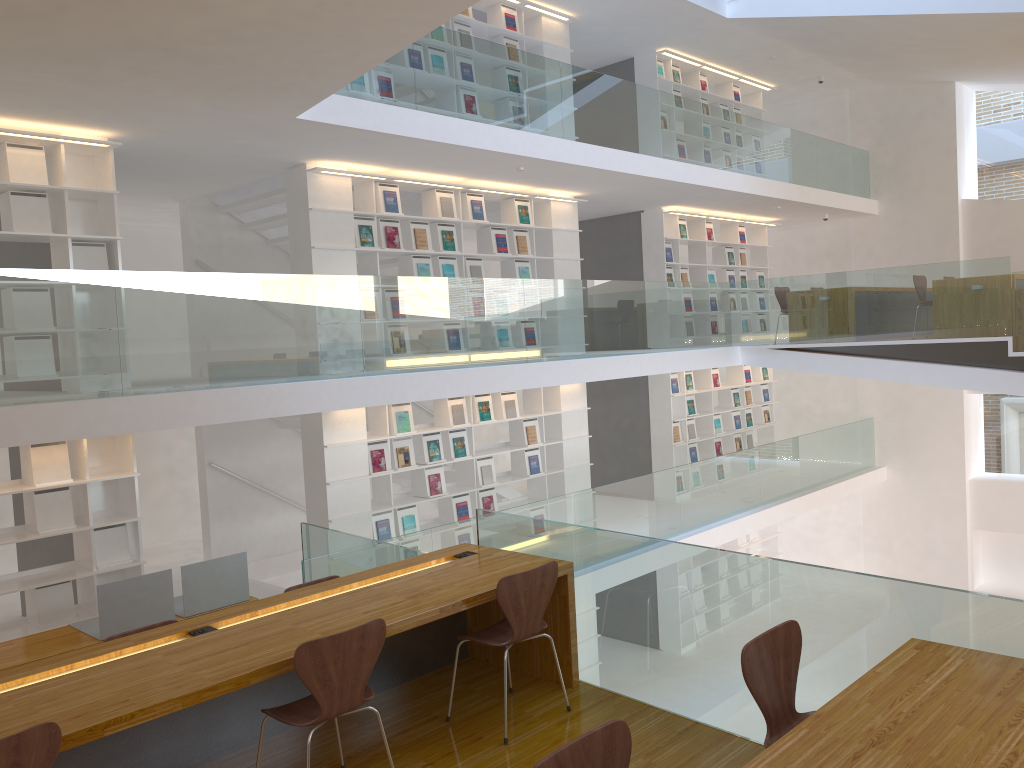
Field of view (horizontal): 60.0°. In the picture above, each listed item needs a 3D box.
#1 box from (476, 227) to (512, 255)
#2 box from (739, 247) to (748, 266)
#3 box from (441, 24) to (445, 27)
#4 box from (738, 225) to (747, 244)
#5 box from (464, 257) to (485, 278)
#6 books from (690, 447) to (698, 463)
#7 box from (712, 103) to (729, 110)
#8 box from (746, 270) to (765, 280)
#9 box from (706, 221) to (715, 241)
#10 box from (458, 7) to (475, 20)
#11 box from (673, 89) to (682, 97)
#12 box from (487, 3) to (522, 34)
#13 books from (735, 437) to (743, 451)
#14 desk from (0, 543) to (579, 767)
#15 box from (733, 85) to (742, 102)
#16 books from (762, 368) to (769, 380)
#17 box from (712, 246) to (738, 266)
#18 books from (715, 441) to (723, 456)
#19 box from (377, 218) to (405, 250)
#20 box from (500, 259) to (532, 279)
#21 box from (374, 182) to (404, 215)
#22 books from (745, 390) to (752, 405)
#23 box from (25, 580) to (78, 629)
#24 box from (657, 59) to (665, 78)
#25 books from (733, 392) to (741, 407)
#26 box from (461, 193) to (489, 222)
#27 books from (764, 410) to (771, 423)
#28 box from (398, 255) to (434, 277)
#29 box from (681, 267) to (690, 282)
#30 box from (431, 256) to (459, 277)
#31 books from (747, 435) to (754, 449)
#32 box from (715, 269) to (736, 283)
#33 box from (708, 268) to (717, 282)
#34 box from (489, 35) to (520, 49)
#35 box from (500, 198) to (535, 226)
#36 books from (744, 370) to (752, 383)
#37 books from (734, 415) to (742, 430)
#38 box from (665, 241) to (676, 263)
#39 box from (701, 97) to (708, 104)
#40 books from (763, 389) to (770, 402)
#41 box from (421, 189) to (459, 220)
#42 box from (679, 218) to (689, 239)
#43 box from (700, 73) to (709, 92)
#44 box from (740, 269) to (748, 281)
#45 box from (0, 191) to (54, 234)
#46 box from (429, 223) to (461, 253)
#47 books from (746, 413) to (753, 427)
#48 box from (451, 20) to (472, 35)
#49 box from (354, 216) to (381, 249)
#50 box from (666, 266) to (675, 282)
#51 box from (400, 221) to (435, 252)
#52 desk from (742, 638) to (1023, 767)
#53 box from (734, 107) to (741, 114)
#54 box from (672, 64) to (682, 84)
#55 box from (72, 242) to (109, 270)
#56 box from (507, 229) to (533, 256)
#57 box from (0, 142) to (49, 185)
[{"bbox_3d":[-0.190,-1.508,9.428,0.274,0.296,0.245,0,4,44],"label":"box"},{"bbox_3d":[3.362,-1.882,13.227,0.274,0.296,0.245,0,4,44],"label":"box"},{"bbox_3d":[-0.811,-3.493,8.788,0.274,0.296,0.245,0,4,44],"label":"box"},{"bbox_3d":[3.345,-2.209,13.211,0.274,0.296,0.245,0,4,44],"label":"box"},{"bbox_3d":[-0.436,-1.150,9.169,0.274,0.296,0.245,0,4,44],"label":"box"},{"bbox_3d":[2.492,0.973,12.154,0.037,0.210,0.145,0,4,44],"label":"books"},{"bbox_3d":[3.010,-3.897,12.869,0.274,0.296,0.245,0,4,44],"label":"box"},{"bbox_3d":[3.741,-1.593,13.622,0.274,0.296,0.245,0,4,44],"label":"box"},{"bbox_3d":[2.711,-2.144,12.545,0.274,0.296,0.245,0,4,44],"label":"box"},{"bbox_3d":[-0.566,-3.849,9.045,0.274,0.296,0.245,0,4,44],"label":"box"},{"bbox_3d":[2.153,-3.809,11.973,0.274,0.296,0.245,0,4,44],"label":"box"},{"bbox_3d":[-0.084,-3.899,9.549,0.274,0.296,0.245,0,4,44],"label":"box"},{"bbox_3d":[3.337,0.892,13.036,0.037,0.210,0.145,0,4,44],"label":"books"},{"bbox_3d":[-1.225,1.425,3.590,1.285,0.918,3.236,0,4,44],"label":"desk"},{"bbox_3d":[3.238,-4.250,13.108,0.274,0.296,0.245,0,4,44],"label":"box"},{"bbox_3d":[3.893,-0.151,13.626,0.037,0.210,0.145,0,4,44],"label":"books"},{"bbox_3d":[3.112,-1.855,12.967,0.274,0.296,0.245,0,4,44],"label":"box"},{"bbox_3d":[2.947,0.929,12.633,0.037,0.210,0.145,0,4,44],"label":"books"},{"bbox_3d":[-1.199,-1.401,8.392,0.274,0.296,0.245,0,4,44],"label":"box"},{"bbox_3d":[0.063,-1.202,9.691,0.274,0.296,0.245,0,4,44],"label":"box"},{"bbox_3d":[-1.207,-1.729,8.367,0.274,0.296,0.245,0,4,44],"label":"box"},{"bbox_3d":[3.539,0.207,13.255,0.037,0.210,0.145,0,4,44],"label":"books"},{"bbox_3d":[-3.271,1.537,6.290,0.274,0.296,0.245,0,4,44],"label":"box"},{"bbox_3d":[1.861,-4.106,11.670,0.274,0.296,0.245,0,4,44],"label":"box"},{"bbox_3d":[3.298,0.232,13.003,0.037,0.210,0.145,0,4,44],"label":"books"},{"bbox_3d":[-0.429,-1.810,9.179,0.274,0.296,0.245,0,4,44],"label":"box"},{"bbox_3d":[3.932,0.509,13.660,0.037,0.210,0.145,0,4,44],"label":"books"},{"bbox_3d":[-0.925,-1.099,8.659,0.274,0.296,0.245,0,4,44],"label":"box"},{"bbox_3d":[2.276,-1.439,12.092,0.274,0.296,0.245,0,4,44],"label":"box"},{"bbox_3d":[-0.691,-1.123,8.903,0.274,0.296,0.245,0,4,44],"label":"box"},{"bbox_3d":[3.566,0.868,13.276,0.037,0.210,0.145,0,4,44],"label":"books"},{"bbox_3d":[3.129,-1.528,12.983,0.274,0.296,0.245,0,4,44],"label":"box"},{"bbox_3d":[2.758,-1.489,12.596,0.274,0.296,0.245,0,4,44],"label":"box"},{"bbox_3d":[-0.062,-3.571,9.571,0.274,0.296,0.245,0,4,44],"label":"box"},{"bbox_3d":[0.061,-1.861,9.692,0.274,0.296,0.245,0,4,44],"label":"box"},{"bbox_3d":[3.523,-0.107,13.239,0.037,0.210,0.145,0,4,44],"label":"books"},{"bbox_3d":[3.317,0.568,13.018,0.037,0.210,0.145,0,4,44],"label":"books"},{"bbox_3d":[1.996,-1.739,11.801,0.274,0.296,0.245,0,4,44],"label":"box"},{"bbox_3d":[2.622,-3.856,12.464,0.274,0.296,0.245,0,4,44],"label":"box"},{"bbox_3d":[3.913,0.185,13.641,0.037,0.210,0.145,0,4,44],"label":"books"},{"bbox_3d":[-0.717,-1.780,8.879,0.274,0.296,0.245,0,4,44],"label":"box"},{"bbox_3d":[2.241,-2.093,12.058,0.274,0.296,0.245,0,4,44],"label":"box"},{"bbox_3d":[2.604,-4.185,12.443,0.274,0.296,0.245,0,4,44],"label":"box"},{"bbox_3d":[3.372,-1.553,13.237,0.274,0.296,0.245,0,4,44],"label":"box"},{"bbox_3d":[-3.385,-1.177,6.182,0.274,0.296,0.245,0,4,44],"label":"box"},{"bbox_3d":[-0.705,-1.451,8.890,0.274,0.296,0.245,0,4,44],"label":"box"},{"bbox_3d":[3.549,0.544,13.259,0.037,0.210,0.145,0,4,44],"label":"books"},{"bbox_3d":[-0.551,-3.520,9.060,0.274,0.296,0.245,0,4,44],"label":"box"},{"bbox_3d":[-1.400,-1.380,8.164,0.274,0.296,0.245,0,4,44],"label":"box"},{"bbox_3d":[2.017,-1.412,11.822,0.274,0.296,0.245,0,4,44],"label":"box"},{"bbox_3d":[-0.943,-1.426,8.642,0.274,0.296,0.245,0,4,44],"label":"box"},{"bbox_3d":[0.548,1.276,1.613,0.760,0.606,3.185,0,4,44],"label":"desk"},{"bbox_3d":[3.255,-3.923,13.125,0.274,0.296,0.245,0,4,44],"label":"box"},{"bbox_3d":[2.135,-4.135,11.956,0.274,0.296,0.245,0,4,44],"label":"box"},{"bbox_3d":[-3.109,-0.876,6.469,0.274,0.296,0.245,0,4,44],"label":"box"},{"bbox_3d":[0.045,-1.530,9.673,0.274,0.296,0.245,0,4,44],"label":"box"},{"bbox_3d":[-3.401,-1.504,6.167,0.274,0.296,0.245,0,4,44],"label":"box"}]
